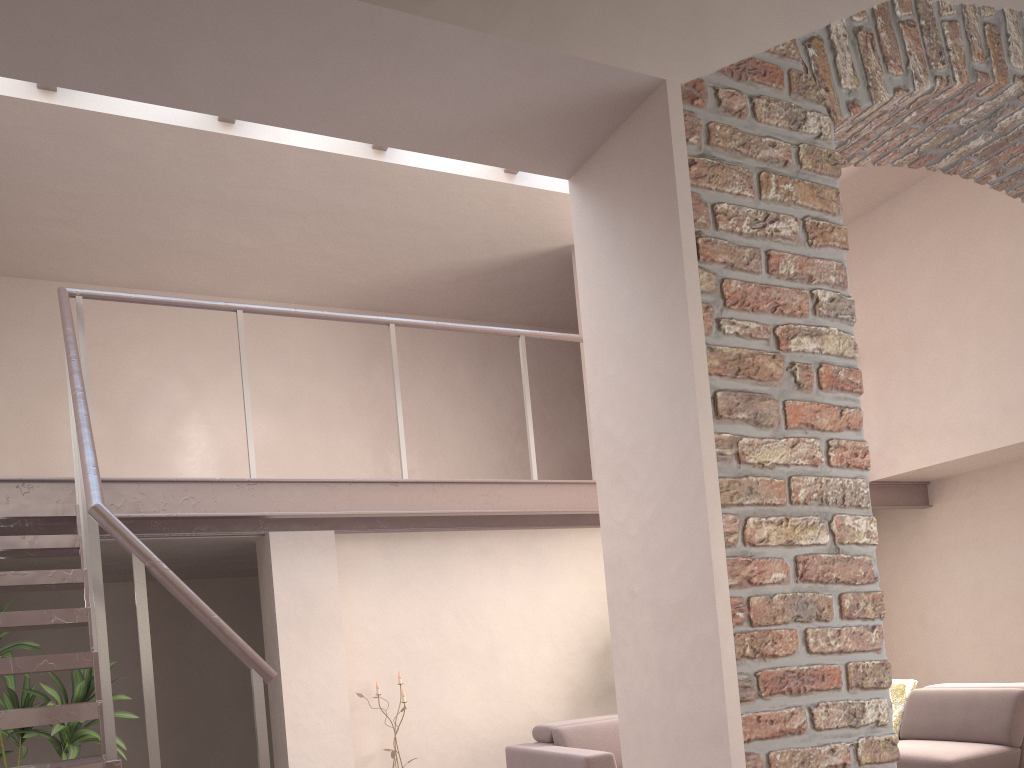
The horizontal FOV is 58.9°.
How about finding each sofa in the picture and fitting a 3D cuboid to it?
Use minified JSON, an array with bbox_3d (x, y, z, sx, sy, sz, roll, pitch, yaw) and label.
[{"bbox_3d":[1.534,2.101,5.227,3.171,0.920,2.226,3,-16,-27],"label":"sofa"}]

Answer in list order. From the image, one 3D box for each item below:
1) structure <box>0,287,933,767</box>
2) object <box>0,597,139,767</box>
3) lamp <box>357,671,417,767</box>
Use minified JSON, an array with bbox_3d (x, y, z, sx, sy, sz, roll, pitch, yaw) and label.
[{"bbox_3d":[0.771,0.883,4.714,7.232,3.145,3.884,2,-12,-27],"label":"structure"},{"bbox_3d":[-2.554,1.871,4.711,1.082,1.833,0.984,-4,-5,-9],"label":"object"},{"bbox_3d":[-0.778,2.393,5.786,0.338,1.107,0.238,-5,-2,6],"label":"lamp"}]
